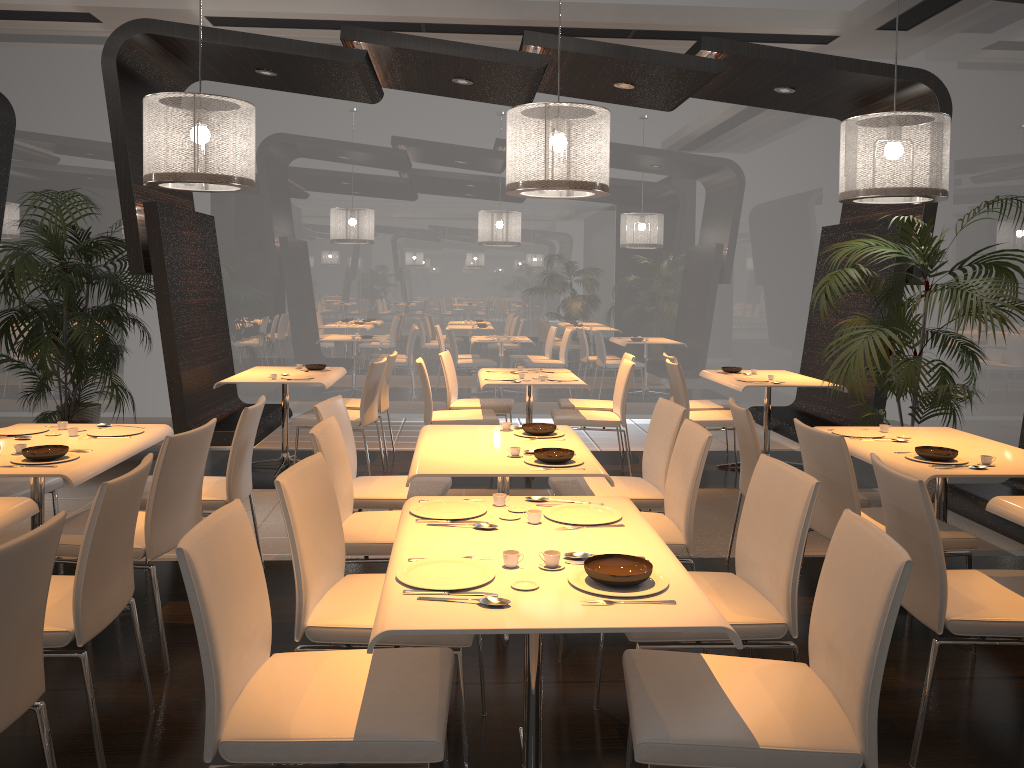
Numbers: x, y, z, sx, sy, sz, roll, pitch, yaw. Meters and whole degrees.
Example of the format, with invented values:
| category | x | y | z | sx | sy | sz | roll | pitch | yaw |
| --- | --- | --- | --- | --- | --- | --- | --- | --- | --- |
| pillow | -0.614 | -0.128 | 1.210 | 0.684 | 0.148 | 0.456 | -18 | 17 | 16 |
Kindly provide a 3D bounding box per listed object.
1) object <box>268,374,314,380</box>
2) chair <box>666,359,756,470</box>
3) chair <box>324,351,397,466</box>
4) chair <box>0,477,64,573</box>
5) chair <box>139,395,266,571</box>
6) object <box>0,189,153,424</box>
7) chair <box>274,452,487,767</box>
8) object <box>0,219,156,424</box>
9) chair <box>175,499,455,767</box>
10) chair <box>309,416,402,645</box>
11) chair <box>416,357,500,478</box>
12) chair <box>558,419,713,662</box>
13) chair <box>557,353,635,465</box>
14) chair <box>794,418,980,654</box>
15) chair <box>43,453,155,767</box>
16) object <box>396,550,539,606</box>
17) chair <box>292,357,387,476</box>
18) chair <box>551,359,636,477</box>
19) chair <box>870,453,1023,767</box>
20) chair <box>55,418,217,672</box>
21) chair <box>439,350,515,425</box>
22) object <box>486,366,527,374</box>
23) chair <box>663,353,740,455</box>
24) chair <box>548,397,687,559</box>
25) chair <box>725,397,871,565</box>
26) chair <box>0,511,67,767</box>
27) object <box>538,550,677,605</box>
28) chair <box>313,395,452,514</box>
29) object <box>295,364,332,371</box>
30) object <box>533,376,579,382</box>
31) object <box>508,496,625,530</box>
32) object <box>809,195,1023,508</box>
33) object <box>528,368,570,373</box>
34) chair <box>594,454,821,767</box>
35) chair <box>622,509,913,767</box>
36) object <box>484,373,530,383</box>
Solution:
| category | x | y | z | sx | sy | sz | roll | pitch | yaw |
| --- | --- | --- | --- | --- | --- | --- | --- | --- | --- |
| object | -1.632 | -0.065 | 6.547 | 0.335 | 0.038 | 0.379 | -1 | 7 | -14 |
| chair | 1.477 | 0.266 | 6.701 | 0.605 | 0.871 | 0.486 | 1 | 3 | -1 |
| chair | -1.240 | 0.180 | 7.143 | 0.605 | 0.871 | 0.486 | 1 | 3 | -1 |
| chair | -2.510 | 0.508 | 4.103 | 0.605 | 0.867 | 0.486 | 1 | 3 | 4 |
| chair | -1.488 | 0.513 | 4.174 | 0.605 | 0.867 | 0.486 | 0 | 3 | -6 |
| object | -3.358 | -0.378 | 6.575 | 1.561 | 2.054 | 1.511 | 0 | 4 | -10 |
| chair | -0.397 | 0.692 | 2.745 | 0.605 | 0.871 | 0.486 | 1 | 3 | 4 |
| object | -3.643 | -0.503 | 7.642 | 1.507 | 2.054 | 1.566 | -2 | 5 | -42 |
| chair | -0.452 | 0.762 | 2.122 | 0.605 | 0.871 | 0.486 | 1 | 3 | -1 |
| chair | -0.495 | 0.598 | 3.560 | 0.605 | 0.871 | 0.486 | 1 | 3 | -1 |
| chair | -0.415 | 0.257 | 6.561 | 0.605 | 0.871 | 0.486 | 0 | 3 | -6 |
| chair | 0.482 | 0.604 | 3.605 | 0.605 | 0.867 | 0.486 | 1 | 3 | -1 |
| chair | 0.693 | 0.190 | 7.279 | 0.605 | 0.871 | 0.486 | 1 | 3 | -1 |
| chair | 1.521 | 0.609 | 3.691 | 0.605 | 0.871 | 0.486 | 0 | 3 | -6 |
| chair | -1.438 | 0.686 | 2.683 | 0.605 | 0.871 | 0.486 | 0 | 3 | -6 |
| object | -0.109 | 0.458 | 2.130 | 0.335 | 0.038 | 0.379 | 0 | 7 | -10 |
| chair | -1.245 | 0.251 | 6.506 | 0.605 | 0.867 | 0.486 | 1 | 3 | 4 |
| chair | 0.606 | 0.260 | 6.638 | 0.605 | 0.867 | 0.486 | 1 | 3 | -1 |
| chair | 1.501 | 0.702 | 2.859 | 0.605 | 0.867 | 0.486 | 1 | 3 | 4 |
| chair | -1.517 | 0.594 | 3.479 | 0.605 | 0.871 | 0.486 | 1 | 3 | 4 |
| chair | -0.295 | 0.178 | 7.252 | 0.605 | 0.867 | 0.486 | 1 | 3 | 4 |
| object | -0.041 | -0.116 | 7.183 | 0.335 | 0.038 | 0.379 | 0 | 7 | -10 |
| chair | 1.564 | 0.192 | 7.342 | 0.605 | 0.867 | 0.486 | 1 | 3 | -1 |
| chair | 0.511 | 0.525 | 4.300 | 0.605 | 0.867 | 0.486 | 0 | 3 | -6 |
| chair | 1.376 | 0.533 | 4.345 | 0.605 | 0.871 | 0.486 | 1 | 3 | 4 |
| chair | -1.390 | 0.763 | 1.993 | 0.605 | 0.867 | 0.486 | 1 | 3 | 4 |
| object | 0.225 | 0.455 | 2.166 | 0.303 | 0.044 | 0.367 | 0 | 6 | -5 |
| chair | -0.620 | 0.517 | 4.238 | 0.605 | 0.867 | 0.486 | 1 | 3 | 4 |
| object | -1.606 | -0.133 | 7.122 | 0.303 | 0.044 | 0.367 | 0 | 6 | -5 |
| object | 0.325 | -0.053 | 6.668 | 0.335 | 0.038 | 0.379 | -1 | 7 | -14 |
| object | 0.164 | 0.388 | 2.780 | 0.335 | 0.038 | 0.379 | -1 | 7 | -14 |
| object | 2.655 | -0.193 | 5.638 | 1.505 | 2.054 | 1.567 | 1 | 4 | 10 |
| object | 0.303 | -0.123 | 7.283 | 0.335 | 0.038 | 0.379 | -1 | 7 | -14 |
| chair | 0.610 | 0.698 | 2.808 | 0.605 | 0.871 | 0.486 | 0 | 3 | -6 |
| chair | 0.581 | 0.777 | 2.113 | 0.605 | 0.871 | 0.486 | 1 | 3 | 4 |
| object | -0.033 | -0.047 | 6.574 | 0.335 | 0.038 | 0.379 | 0 | 7 | -10 |
